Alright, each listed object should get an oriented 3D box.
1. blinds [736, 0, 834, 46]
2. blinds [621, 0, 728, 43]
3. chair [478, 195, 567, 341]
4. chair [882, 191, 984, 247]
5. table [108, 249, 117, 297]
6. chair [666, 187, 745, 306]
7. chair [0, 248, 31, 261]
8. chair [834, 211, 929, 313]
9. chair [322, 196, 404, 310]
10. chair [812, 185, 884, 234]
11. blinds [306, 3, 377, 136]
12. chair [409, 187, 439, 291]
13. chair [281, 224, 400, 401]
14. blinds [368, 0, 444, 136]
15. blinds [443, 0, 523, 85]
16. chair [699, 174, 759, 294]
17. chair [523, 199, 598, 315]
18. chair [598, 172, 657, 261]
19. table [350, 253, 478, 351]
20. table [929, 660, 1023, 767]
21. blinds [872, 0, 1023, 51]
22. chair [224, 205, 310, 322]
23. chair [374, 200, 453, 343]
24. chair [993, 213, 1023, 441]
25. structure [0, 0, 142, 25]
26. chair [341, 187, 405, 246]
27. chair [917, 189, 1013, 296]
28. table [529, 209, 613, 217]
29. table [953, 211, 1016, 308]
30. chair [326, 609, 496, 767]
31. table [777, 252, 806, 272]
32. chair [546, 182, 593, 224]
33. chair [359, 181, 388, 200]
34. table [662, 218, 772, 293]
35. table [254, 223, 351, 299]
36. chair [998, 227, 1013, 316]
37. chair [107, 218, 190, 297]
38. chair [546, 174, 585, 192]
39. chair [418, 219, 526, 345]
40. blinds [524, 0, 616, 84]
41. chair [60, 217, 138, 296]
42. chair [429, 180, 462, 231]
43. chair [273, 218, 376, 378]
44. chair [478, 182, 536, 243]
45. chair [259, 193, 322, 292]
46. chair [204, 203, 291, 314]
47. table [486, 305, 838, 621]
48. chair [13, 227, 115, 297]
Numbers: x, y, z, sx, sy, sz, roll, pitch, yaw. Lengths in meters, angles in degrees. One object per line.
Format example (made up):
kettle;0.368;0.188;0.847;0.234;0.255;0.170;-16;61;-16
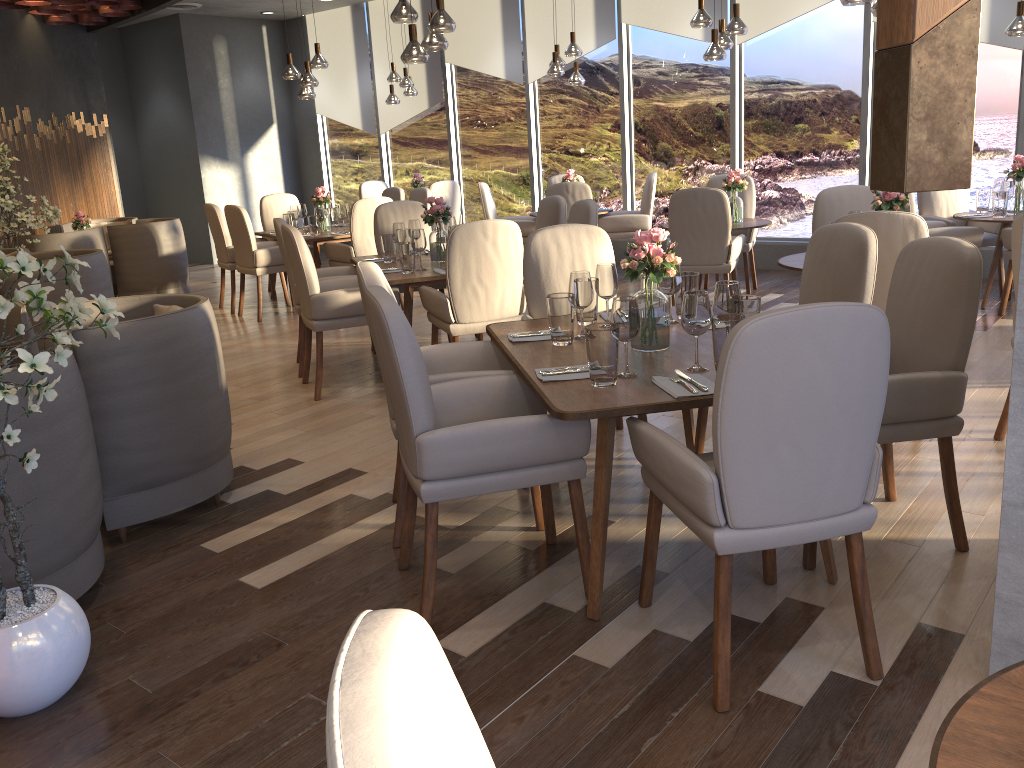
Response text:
blinds;2.513;-4.431;7.747;1.176;2.661;0.007;8;18;38
blinds;1.528;-4.586;8.529;1.176;2.661;0.007;8;18;38
chair;0.077;-0.786;6.172;0.600;0.993;0.531;-8;15;-19
chair;2.975;-1.022;6.383;0.600;0.993;0.532;-4;14;-3
table;-4.140;-1.003;8.716;0.834;0.557;0.840;-6;15;-11
chair;1.398;-0.938;6.430;0.528;0.993;0.604;2;15;20
chair;-3.761;-0.526;6.382;0.775;0.831;0.599;-8;15;-15
chair;1.690;-0.343;4.201;0.528;0.993;0.604;1;15;16
chair;-1.290;-1.131;7.729;0.530;0.993;0.602;-14;17;-35
chair;2.022;-0.659;5.278;0.528;0.993;0.604;0;15;15
blinds;-2.327;-4.638;11.755;1.176;2.661;0.007;8;18;38
chair;-1.064;-1.366;8.533;0.601;0.993;0.531;-12;16;-30
chair;-1.007;-0.473;5.277;0.601;0.993;0.531;-9;15;-21
blinds;-1.353;-4.485;10.982;1.176;2.661;0.007;8;18;38
blinds;-0.406;-4.752;10.106;1.176;2.661;0.007;8;18;38
chair;1.814;-1.252;7.478;0.528;0.993;0.604;2;15;20
chair;0.245;-0.651;5.645;0.600;0.993;0.532;-7;15;-14
chair;1.143;-1.575;8.801;0.599;0.993;0.532;-2;14;6
table;-0.454;-0.469;5.756;0.966;0.661;1.315;-8;16;-16
table;0.866;0.788;0.901;0.835;0.657;0.839;5;17;30
blinds;3.502;-3.993;7.045;1.176;2.661;0.007;8;18;38
chair;-2.147;-1.104;7.825;0.602;0.993;0.530;-15;18;-37
chair;-0.742;-0.824;6.490;0.529;0.993;0.604;-7;15;-14
chair;2.343;-0.201;3.542;0.600;0.993;0.532;-4;14;-4
structure;-2.982;-3.014;5.343;2.759;0.552;9.512;-9;16;-20
chair;-1.381;-1.473;8.992;0.602;0.993;0.530;-14;17;-35
chair;3.498;-1.207;6.940;0.528;0.993;0.604;-5;14;-7
table;0.609;-1.400;8.911;0.835;0.657;0.838;8;19;37
table;3.620;-0.888;6.378;0.834;0.657;0.839;4;16;25
chair;0.186;0.681;0.814;0.600;0.993;0.532;-5;14;-7
table;1.867;-0.345;4.796;0.834;0.657;0.840;0;15;14
chair;0.542;-1.395;8.283;0.528;0.993;0.604;-3;14;3
chair;-1.568;-2.030;11.061;0.530;0.993;0.602;-14;18;-36
table;1.612;-0.932;6.989;0.834;0.657;0.840;-4;15;-1
table;-1.746;-1.128;8.441;0.968;0.661;1.313;-13;18;-32
chair;3.623;-0.906;5.816;0.528;0.993;0.604;-5;14;-6
chair;-3.504;-1.187;8.725;0.595;0.831;0.780;-4;14;-1
chair;0.598;-1.709;9.409;0.528;0.993;0.604;-3;14;2
chair;-0.204;-0.432;4.947;0.529;0.993;0.603;-8;15;-19
blinds;0.566;-4.599;9.334;1.176;2.661;0.007;8;18;38
chair;-4.213;-1.307;9.322;0.774;0.831;0.600;-5;14;-5
chair;-0.879;-1.820;10.143;0.530;0.993;0.602;-14;17;-35
chair;-1.196;-0.606;5.801;0.600;0.993;0.532;-7;15;-14
chair;-0.009;-1.542;8.940;0.599;0.993;0.532;-2;14;5
chair;-2.256;-1.439;9.066;0.530;0.993;0.602;-12;16;-30
chair;-2.484;-1.208;8.275;0.601;0.993;0.531;-12;16;-30
table;0.494;0.189;3.156;0.965;0.661;1.316;-6;15;-9
chair;-4.078;-0.962;8.035;0.774;0.831;0.599;-6;15;-10
